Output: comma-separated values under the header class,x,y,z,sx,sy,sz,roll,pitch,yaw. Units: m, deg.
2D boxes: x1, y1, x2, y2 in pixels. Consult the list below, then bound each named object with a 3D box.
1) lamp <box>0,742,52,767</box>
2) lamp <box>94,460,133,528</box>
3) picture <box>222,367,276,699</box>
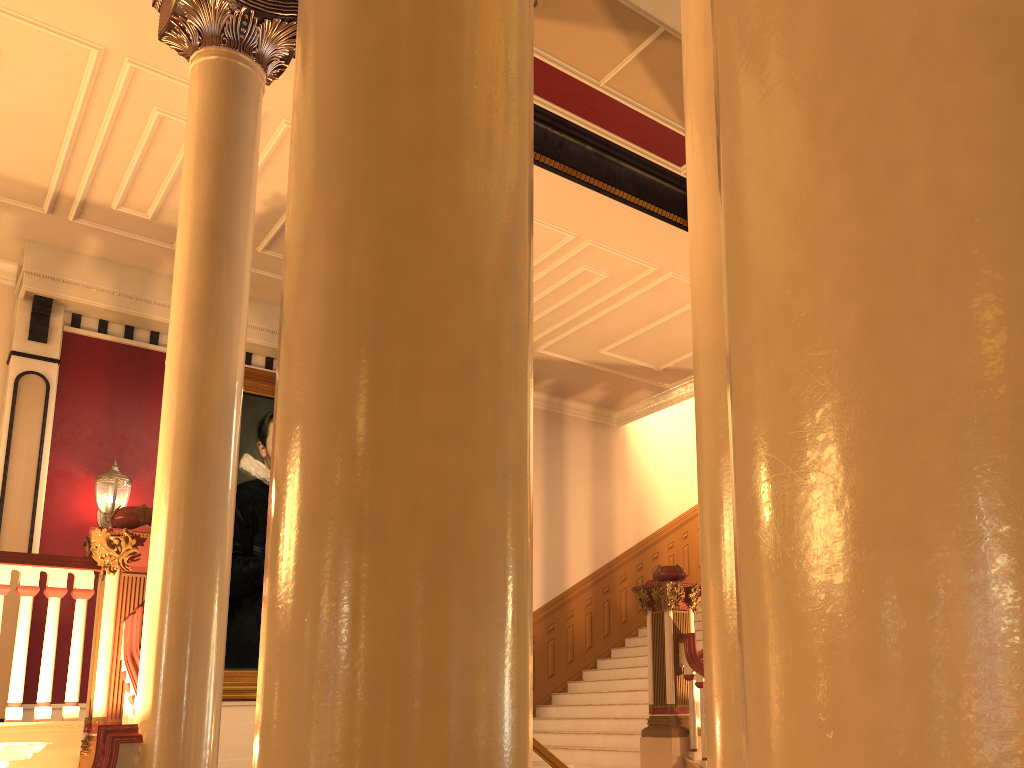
class,x,y,z,sx,sy,sz,roll,pitch,yaw
lamp,-2.380,2.553,3.661,0.567,1.945,0.614,-9,-15,35
lamp,-3.704,1.066,8.034,0.334,0.705,0.389,9,-16,-35
picture,-2.275,1.581,9.230,2.674,3.336,0.054,10,-15,-36
